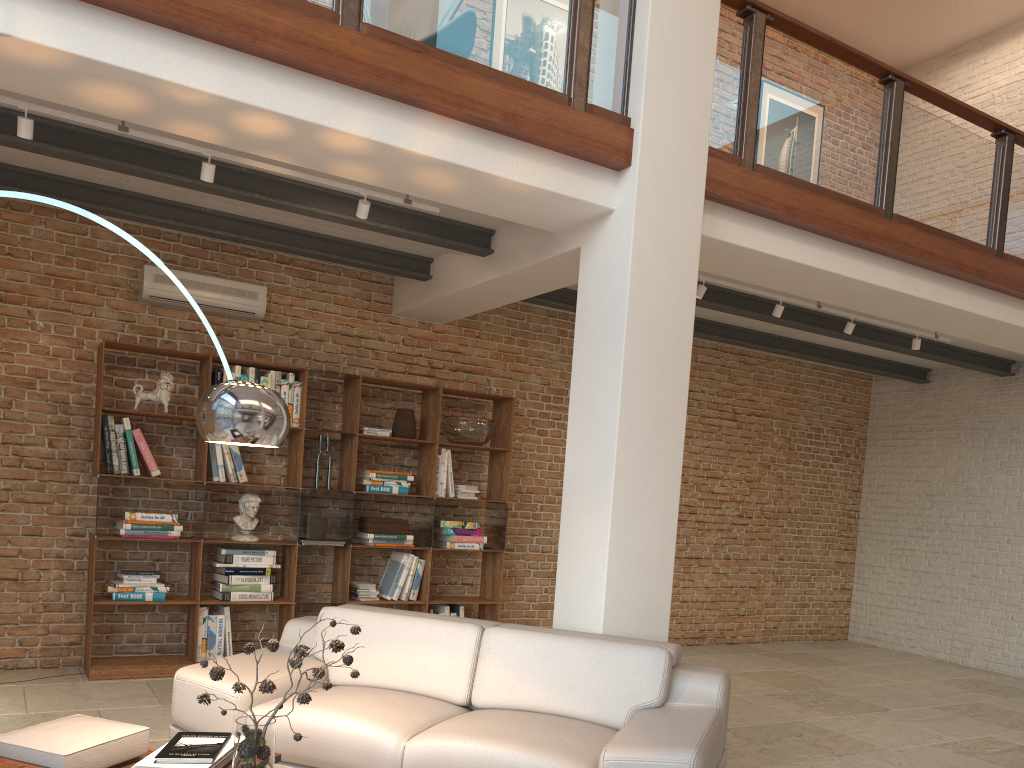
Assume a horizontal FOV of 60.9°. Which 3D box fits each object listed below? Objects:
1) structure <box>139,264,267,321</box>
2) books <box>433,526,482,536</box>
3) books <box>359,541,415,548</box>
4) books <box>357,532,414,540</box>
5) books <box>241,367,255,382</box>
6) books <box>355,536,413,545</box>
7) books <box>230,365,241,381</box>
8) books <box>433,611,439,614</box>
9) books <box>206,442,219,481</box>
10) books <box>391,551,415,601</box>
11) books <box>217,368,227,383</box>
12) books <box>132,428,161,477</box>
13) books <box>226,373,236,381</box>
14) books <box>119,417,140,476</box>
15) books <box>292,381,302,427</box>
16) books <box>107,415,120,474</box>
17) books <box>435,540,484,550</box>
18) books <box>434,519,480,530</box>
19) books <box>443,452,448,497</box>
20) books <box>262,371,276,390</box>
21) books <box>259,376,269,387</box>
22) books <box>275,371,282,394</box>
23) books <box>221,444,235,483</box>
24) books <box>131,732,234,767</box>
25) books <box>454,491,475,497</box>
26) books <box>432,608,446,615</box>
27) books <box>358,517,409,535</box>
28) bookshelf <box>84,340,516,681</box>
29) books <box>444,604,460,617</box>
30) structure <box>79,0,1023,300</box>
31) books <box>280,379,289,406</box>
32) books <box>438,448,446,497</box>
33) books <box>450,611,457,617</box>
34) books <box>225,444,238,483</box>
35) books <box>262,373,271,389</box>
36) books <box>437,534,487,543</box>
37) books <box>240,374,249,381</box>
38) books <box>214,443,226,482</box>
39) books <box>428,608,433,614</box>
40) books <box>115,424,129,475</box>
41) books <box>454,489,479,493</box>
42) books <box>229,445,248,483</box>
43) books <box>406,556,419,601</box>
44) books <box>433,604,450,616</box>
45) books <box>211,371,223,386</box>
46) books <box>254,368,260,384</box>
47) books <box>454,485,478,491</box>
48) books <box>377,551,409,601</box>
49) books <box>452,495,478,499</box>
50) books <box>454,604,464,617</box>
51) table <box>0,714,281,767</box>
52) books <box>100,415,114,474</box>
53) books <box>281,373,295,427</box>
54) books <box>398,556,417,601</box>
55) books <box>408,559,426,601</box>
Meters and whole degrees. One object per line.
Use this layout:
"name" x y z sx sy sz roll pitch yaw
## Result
"structure" -2.144 -0.625 6.074 0.818 0.218 0.199 8 -3 -31
"books" -0.449 1.202 7.121 0.329 0.055 0.254 8 -8 -30
"books" -0.980 1.251 6.806 0.358 0.020 0.272 9 -9 -32
"books" -0.989 1.180 6.771 0.382 0.036 0.244 9 -8 -32
"books" -1.873 0.086 6.158 0.036 0.383 0.242 2 1 -31
"books" -0.997 1.221 6.810 0.383 0.036 0.244 9 -9 -35
"books" -1.957 0.074 6.115 0.036 0.383 0.242 2 1 -31
"books" -0.672 1.999 7.069 0.084 0.333 0.253 3 0 -31
"books" -2.113 0.487 6.085 0.102 0.383 0.242 3 1 -31
"books" -0.898 1.509 6.866 0.162 0.372 0.242 3 1 -31
"books" -2.038 0.077 6.083 0.021 0.359 0.270 2 0 -31
"books" -2.482 0.464 5.873 0.196 0.318 0.253 4 -1 -31
"books" -1.997 0.095 6.089 0.056 0.329 0.253 2 0 -31
"books" -2.548 0.419 5.804 0.122 0.381 0.242 3 1 -31
"books" -1.604 0.157 6.352 0.056 0.329 0.253 2 0 -31
"books" -2.646 0.405 5.760 0.092 0.384 0.242 2 1 -31
"books" -0.435 1.316 7.128 0.329 0.055 0.255 8 -8 -28
"books" -0.460 1.144 7.109 0.328 0.055 0.255 7 -7 -20
"books" -0.590 0.724 6.980 0.021 0.359 0.270 2 0 -31
"books" -1.755 0.107 6.256 0.036 0.383 0.242 2 1 -31
"books" -1.801 0.123 6.198 0.056 0.329 0.253 2 0 -31
"books" -1.717 0.110 6.263 0.036 0.383 0.242 2 1 -31
"books" -2.029 0.515 6.121 0.125 0.348 0.270 3 0 -31
"books" -1.096 1.263 2.966 0.250 0.074 0.403 4 -7 2
"books" -0.394 0.895 7.096 0.133 0.033 0.206 7 -7 -20
"books" -0.615 2.005 7.082 0.084 0.333 0.253 3 0 -31
"books" -0.998 1.102 6.768 0.338 0.118 0.212 8 -6 -30
"bookshelf" -1.442 1.024 6.490 3.055 2.197 0.362 6 1 -31
"books" -0.499 1.995 7.158 0.069 0.385 0.242 2 1 -31
"structure" 3.197 -0.283 1.402 10.229 4.124 13.841 7 -7 -30
"books" -1.676 0.143 6.284 0.056 0.329 0.253 2 0 -31
"books" -0.608 0.707 6.956 0.036 0.383 0.242 2 1 -31
"books" -0.532 2.016 7.123 0.084 0.333 0.253 3 0 -31
"books" -2.015 0.519 6.140 0.125 0.348 0.270 3 0 -31
"books" -1.774 0.115 6.230 0.021 0.359 0.270 2 0 -31
"books" -0.409 1.263 7.138 0.329 0.055 0.254 9 -8 -35
"books" -1.926 0.108 6.153 0.056 0.329 0.253 2 0 -31
"books" -2.069 0.491 6.084 0.104 0.383 0.242 3 1 -31
"books" -0.703 1.980 7.048 0.051 0.359 0.270 2 0 -31
"books" -2.613 0.438 5.804 0.103 0.334 0.253 3 0 -31
"books" -0.388 0.870 7.103 0.172 0.019 0.236 8 -8 -27
"books" -1.967 0.532 6.152 0.159 0.329 0.253 3 0 -31
"books" -0.845 1.531 6.921 0.098 0.354 0.270 3 0 -31
"books" -0.575 1.983 7.107 0.069 0.385 0.242 2 1 -31
"books" -2.073 0.087 6.065 0.056 0.329 0.253 2 0 -31
"books" -1.847 0.091 6.186 0.036 0.383 0.242 2 1 -31
"books" -0.391 0.843 7.093 0.134 0.033 0.205 10 -9 -40
"books" -0.946 1.507 6.865 0.164 0.372 0.242 3 1 -31
"books" -0.397 0.924 7.114 0.172 0.019 0.236 7 -8 -22
"books" -0.462 1.999 7.168 0.069 0.385 0.242 2 1 -31
"table" -0.948 1.409 2.389 2.198 0.427 1.990 2 -7 20
"books" -2.674 0.400 5.734 0.092 0.384 0.242 2 1 -31
"books" -1.636 0.122 6.311 0.036 0.383 0.242 2 1 -31
"books" -0.858 1.525 6.902 0.098 0.354 0.270 3 0 -31
"books" -0.800 1.544 6.932 0.117 0.333 0.253 3 0 -31
